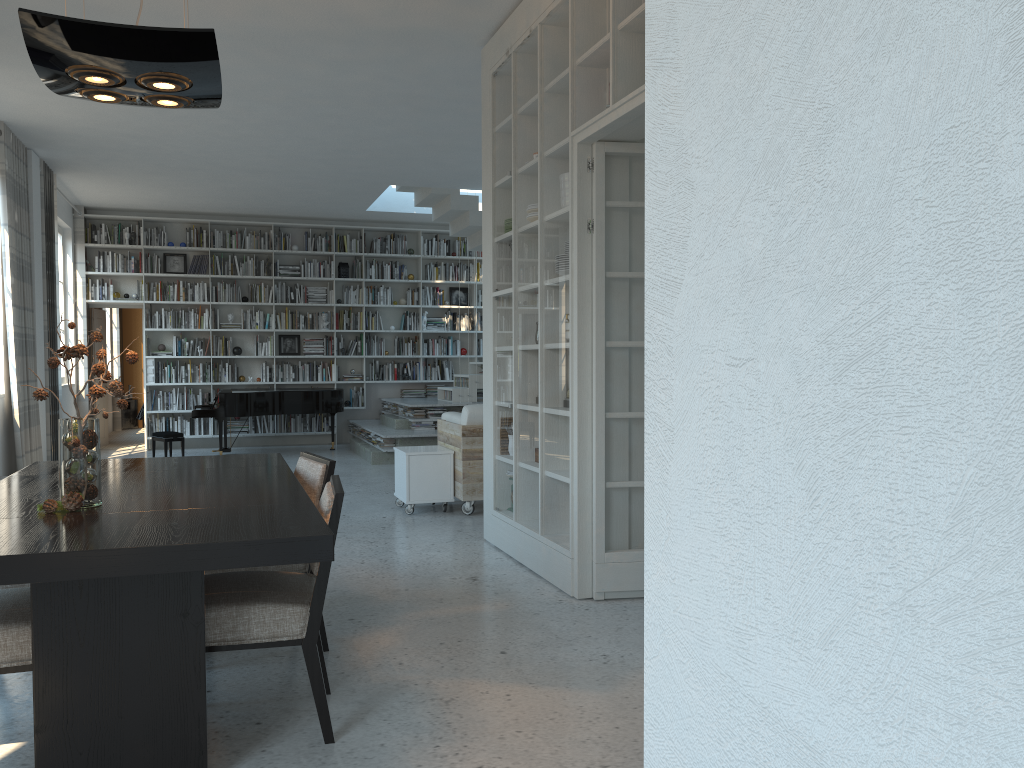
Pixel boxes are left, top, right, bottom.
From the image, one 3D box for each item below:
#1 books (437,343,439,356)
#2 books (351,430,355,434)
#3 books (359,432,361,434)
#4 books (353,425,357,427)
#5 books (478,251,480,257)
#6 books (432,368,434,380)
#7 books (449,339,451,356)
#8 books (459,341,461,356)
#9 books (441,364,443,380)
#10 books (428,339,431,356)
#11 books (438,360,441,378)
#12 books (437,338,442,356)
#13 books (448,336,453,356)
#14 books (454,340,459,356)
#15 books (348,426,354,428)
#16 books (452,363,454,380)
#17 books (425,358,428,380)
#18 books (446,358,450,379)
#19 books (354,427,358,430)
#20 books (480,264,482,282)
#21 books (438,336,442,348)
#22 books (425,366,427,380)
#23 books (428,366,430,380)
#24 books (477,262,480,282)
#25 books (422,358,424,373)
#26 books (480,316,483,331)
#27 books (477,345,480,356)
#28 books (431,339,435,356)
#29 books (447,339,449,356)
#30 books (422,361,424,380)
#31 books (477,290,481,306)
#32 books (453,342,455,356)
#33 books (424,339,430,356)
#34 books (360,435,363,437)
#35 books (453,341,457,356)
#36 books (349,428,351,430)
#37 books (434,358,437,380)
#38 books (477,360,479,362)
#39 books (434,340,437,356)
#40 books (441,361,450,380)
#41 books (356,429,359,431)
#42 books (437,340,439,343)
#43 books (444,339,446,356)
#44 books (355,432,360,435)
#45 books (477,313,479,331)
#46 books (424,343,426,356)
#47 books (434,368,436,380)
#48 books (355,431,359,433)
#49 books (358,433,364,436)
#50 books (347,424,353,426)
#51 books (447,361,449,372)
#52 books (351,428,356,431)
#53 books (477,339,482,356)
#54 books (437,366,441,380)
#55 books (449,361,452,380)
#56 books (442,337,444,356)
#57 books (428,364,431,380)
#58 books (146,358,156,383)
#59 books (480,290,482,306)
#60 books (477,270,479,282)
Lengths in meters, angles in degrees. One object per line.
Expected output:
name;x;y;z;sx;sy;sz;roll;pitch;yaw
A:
books;-1.135;-0.516;13.295;0.027;0.182;0.186;-1;2;-18
books;-2.170;0.677;12.577;0.189;0.030;0.237;-1;2;-18
books;-1.966;0.666;11.991;0.165;0.012;0.205;-1;2;-18
books;-2.161;0.600;12.577;0.160;0.009;0.291;-1;2;-16
books;-0.518;-2.040;13.453;0.022;0.275;0.160;-1;2;-18
books;-1.195;-0.153;13.309;0.030;0.188;0.140;-1;2;-18
books;-0.953;-0.549;13.349;0.023;0.244;0.189;-1;2;-18
books;-0.813;-0.541;13.411;0.027;0.223;0.170;-1;2;-18
books;-1.069;-0.180;13.342;0.031;0.239;0.171;-1;2;-18
books;-1.240;-0.547;13.275;0.024;0.247;0.143;-1;2;-18
books;-1.094;-0.212;13.352;0.010;0.304;0.131;-1;2;-18
books;-1.093;-0.552;13.294;0.028;0.255;0.191;-1;2;-18
books;-0.931;-0.572;13.359;0.026;0.290;0.181;-1;2;-18
books;-0.837;-0.546;13.402;0.025;0.235;0.181;-1;2;-18
books;-2.263;0.620;12.853;0.188;0.009;0.211;-1;2;-19
books;-0.904;-0.199;13.398;0.062;0.274;0.148;-1;2;-18
books;-1.278;-0.221;13.289;0.013;0.327;0.130;-1;2;-18
books;-0.967;-0.225;13.389;0.012;0.326;0.136;-1;2;-18
books;-2.075;0.611;12.281;0.180;0.015;0.294;-1;2;-20
books;-0.470;-1.665;13.385;0.026;0.263;0.189;-1;2;-18
books;-1.080;-0.575;13.320;0.013;0.299;0.147;-1;2;-18
books;-1.300;-0.164;13.284;0.033;0.213;0.140;-1;2;-18
books;-1.258;-0.165;13.286;0.023;0.214;0.163;-1;2;-18
books;-0.512;-1.680;13.379;0.010;0.294;0.183;-1;2;-18
books;-1.332;-0.225;13.257;0.014;0.337;0.132;-1;2;-18
books;-0.472;-0.919;13.526;0.066;0.237;0.144;-1;2;-18
books;-0.546;-0.570;13.504;0.085;0.278;0.159;-1;2;-18
books;-1.193;-0.547;13.271;0.045;0.246;0.185;-1;2;-18
books;-0.978;-0.554;13.367;0.012;0.254;0.161;-1;2;-18
books;-1.346;-0.200;13.258;0.012;0.286;0.158;-1;2;-18
books;-0.506;-1.295;13.481;0.012;0.254;0.161;-1;2;-18
books;-0.896;-0.528;13.376;0.030;0.201;0.189;-1;2;-18
books;-1.270;-0.545;13.253;0.047;0.244;0.177;-1;2;-18
books;-1.966;0.698;11.992;0.157;0.014;0.180;-1;2;-21
books;-0.869;-0.538;13.401;0.037;0.219;0.139;-1;2;-18
books;-2.263;0.655;12.854;0.179;0.012;0.261;-1;2;-15
books;-1.148;-0.226;13.311;0.014;0.333;0.168;-1;2;-18
books;-0.520;-0.211;13.447;0.011;0.293;0.144;-1;2;-18
books;-1.164;-0.544;13.297;0.026;0.239;0.177;-1;2;-18
books;-1.006;-0.205;13.317;0.075;0.291;0.255;-1;2;-18
books;-2.072;0.629;12.283;0.171;0.020;0.193;-1;2;-14
books;-1.119;-0.540;13.310;0.012;0.229;0.179;-1;2;-18
books;-1.031;-0.550;13.344;0.026;0.246;0.165;-1;2;-18
books;-2.075;0.685;12.284;0.177;0.026;0.230;-1;2;-15
books;-0.537;-0.938;13.479;0.025;0.277;0.160;-1;2;-18
books;-1.318;-0.516;13.244;0.023;0.186;0.159;-1;2;-18
books;-1.167;-0.151;13.310;0.024;0.185;0.149;-1;2;-18
books;-2.068;0.665;12.286;0.172;0.014;0.221;-1;2;-17
books;-1.970;0.677;11.990;0.159;0.012;0.292;-1;2;-21
books;-2.270;0.596;12.850;0.191;0.013;0.243;-1;2;-22
books;-0.977;-0.204;13.381;0.012;0.285;0.159;-1;2;-18
books;-2.178;0.637;12.573;0.191;0.028;0.212;-1;2;-14
books;-0.490;-0.559;13.507;0.024;0.252;0.175;-1;2;-18
books;-1.117;-0.168;13.323;0.052;0.217;0.184;-1;2;-18
books;-0.942;-0.205;13.375;0.025;0.287;0.160;-1;2;-18
books;-1.048;-0.562;13.334;0.011;0.272;0.152;-1;2;-18
books;-1.237;-0.180;13.281;0.015;0.243;0.156;-1;2;-18
books;-4.901;-0.181;12.038;0.106;0.340;0.307;-1;2;-18
books;-0.492;-1.294;13.499;0.026;0.250;0.160;-1;2;-18
books;-0.542;-1.680;13.394;0.036;0.294;0.135;-1;2;-18
